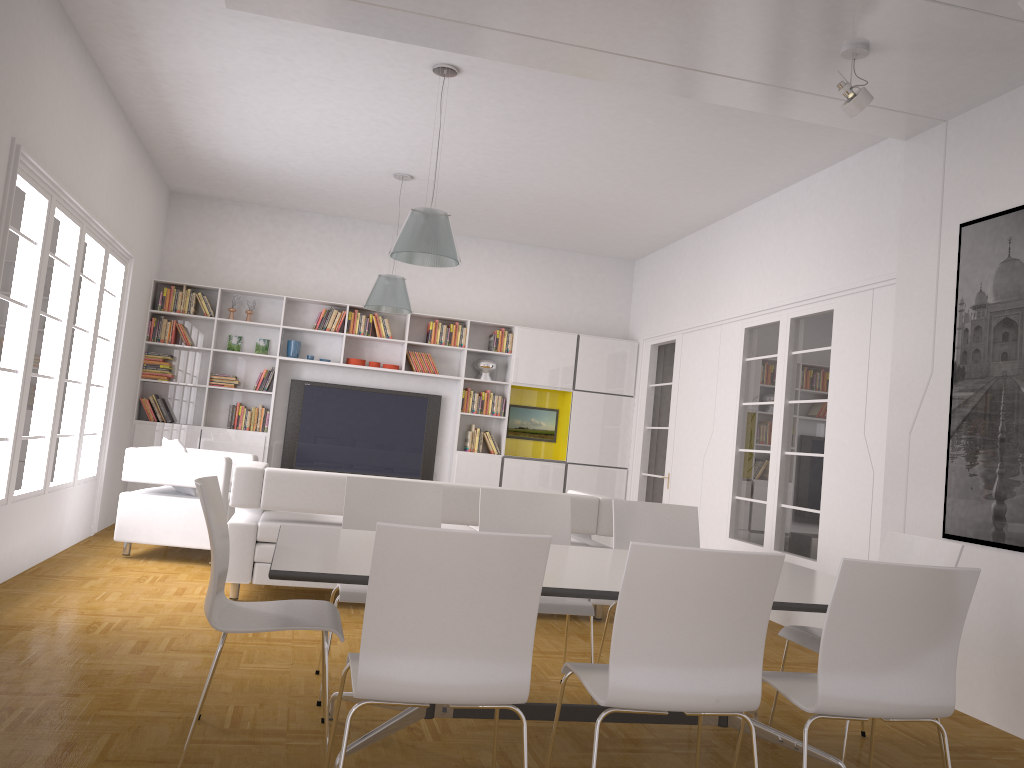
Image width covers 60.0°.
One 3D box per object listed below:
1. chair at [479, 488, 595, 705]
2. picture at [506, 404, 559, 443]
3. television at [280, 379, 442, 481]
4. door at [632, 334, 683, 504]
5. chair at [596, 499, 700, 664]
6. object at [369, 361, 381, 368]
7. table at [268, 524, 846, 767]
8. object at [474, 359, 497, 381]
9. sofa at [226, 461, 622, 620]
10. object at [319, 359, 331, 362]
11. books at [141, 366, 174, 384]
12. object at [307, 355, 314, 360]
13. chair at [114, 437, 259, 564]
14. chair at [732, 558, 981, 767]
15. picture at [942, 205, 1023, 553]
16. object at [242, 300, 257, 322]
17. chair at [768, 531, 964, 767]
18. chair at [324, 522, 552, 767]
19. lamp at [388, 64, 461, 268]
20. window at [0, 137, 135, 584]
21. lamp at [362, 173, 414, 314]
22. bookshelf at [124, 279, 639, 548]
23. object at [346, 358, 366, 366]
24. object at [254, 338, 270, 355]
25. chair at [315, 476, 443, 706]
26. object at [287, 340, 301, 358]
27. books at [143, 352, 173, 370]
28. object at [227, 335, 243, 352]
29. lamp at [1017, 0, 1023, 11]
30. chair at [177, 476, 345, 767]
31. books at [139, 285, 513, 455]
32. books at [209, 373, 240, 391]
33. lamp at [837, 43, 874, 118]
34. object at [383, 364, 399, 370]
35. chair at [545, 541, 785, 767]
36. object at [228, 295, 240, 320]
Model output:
[{"bbox_3d":[0.079,0.997,4.208,0.560,0.933,0.575,7,-5,-13],"label":"chair"},{"bbox_3d":[0.234,0.458,10.277,0.608,0.389,0.007,7,-5,-13],"label":"picture"},{"bbox_3d":[-1.654,0.580,9.790,1.659,1.090,0.082,7,-5,-13],"label":"television"},{"bbox_3d":[1.543,0.722,9.516,0.139,2.459,1.007,7,-5,-13],"label":"door"},{"bbox_3d":[0.758,1.075,4.361,0.560,0.933,0.575,7,-5,-13],"label":"chair"},{"bbox_3d":[-1.517,-0.204,9.777,0.128,0.073,0.129,7,-4,-16],"label":"object"},{"bbox_3d":[0.275,1.067,3.448,2.409,0.723,1.209,7,-4,-13],"label":"table"},{"bbox_3d":[-0.304,-0.151,10.053,0.256,0.239,0.256,6,-4,-5],"label":"object"},{"bbox_3d":[-0.615,1.090,6.238,2.621,0.850,0.821,7,-4,-13],"label":"sofa"},{"bbox_3d":[-2.035,-0.250,9.647,0.124,0.032,0.123,8,-4,-27],"label":"object"},{"bbox_3d":[-3.699,-0.091,9.269,0.283,0.153,0.207,7,-4,-13],"label":"books"},{"bbox_3d":[-2.186,-0.279,9.614,0.078,0.056,0.078,5,-4,12],"label":"object"},{"bbox_3d":[-2.638,0.916,7.324,0.801,0.913,1.094,6,-4,-3],"label":"chair"},{"bbox_3d":[1.099,1.008,2.845,0.560,0.933,0.575,7,-5,-13],"label":"chair"},{"bbox_3d":[2.559,-0.047,4.609,0.013,1.783,0.786,7,-5,-13],"label":"picture"},{"bbox_3d":[-2.861,-0.785,9.543,0.179,0.260,0.119,5,-5,8],"label":"object"},{"bbox_3d":[1.507,1.101,3.752,0.575,0.933,0.560,7,-5,-13],"label":"chair"},{"bbox_3d":[-0.221,0.857,2.547,0.560,0.933,0.575,7,-5,-13],"label":"chair"},{"bbox_3d":[-0.488,-1.402,5.636,0.464,1.252,0.464,7,-5,-13],"label":"lamp"},{"bbox_3d":[-3.240,-0.006,6.259,0.195,2.532,3.346,7,-4,-13],"label":"window"},{"bbox_3d":[-1.064,-1.295,8.108,0.464,1.252,0.464,7,-5,-13],"label":"lamp"},{"bbox_3d":[-1.277,0.449,9.819,5.362,2.484,0.389,7,-5,-13],"label":"bookshelf"},{"bbox_3d":[-1.713,-0.234,9.733,0.210,0.073,0.211,9,-5,-38],"label":"object"},{"bbox_3d":[-2.711,-0.400,9.622,0.144,0.190,0.051,7,-5,-13],"label":"object"},{"bbox_3d":[-0.561,0.924,4.064,0.560,0.933,0.575,7,-5,-13],"label":"chair"},{"bbox_3d":[-2.362,-0.368,9.579,0.147,0.193,0.147,8,-5,-23],"label":"object"},{"bbox_3d":[-3.699,-0.241,9.278,0.252,0.153,0.207,7,-4,-13],"label":"books"},{"bbox_3d":[-2.991,-0.432,9.559,0.144,0.190,0.051,7,-5,-13],"label":"object"},{"bbox_3d":[2.010,-1.574,3.370,0.174,0.365,0.167,3,-5,30],"label":"lamp"},{"bbox_3d":[-0.903,0.833,3.207,0.575,0.933,0.560,7,-5,-13],"label":"chair"},{"bbox_3d":[-1.940,-0.131,9.667,3.860,1.458,0.235,7,-5,-13],"label":"books"},{"bbox_3d":[-3.050,-0.017,9.415,0.283,0.153,0.207,7,-4,-13],"label":"books"},{"bbox_3d":[1.748,-1.525,4.495,0.174,0.365,0.167,3,-5,30],"label":"lamp"},{"bbox_3d":[-1.338,-0.182,9.798,0.182,0.054,0.182,7,-4,-16],"label":"object"},{"bbox_3d":[0.459,0.935,2.700,0.560,0.933,0.575,7,-5,-13],"label":"chair"},{"bbox_3d":[-2.972,-0.808,9.501,0.120,0.279,0.179,6,-5,-7],"label":"object"}]
